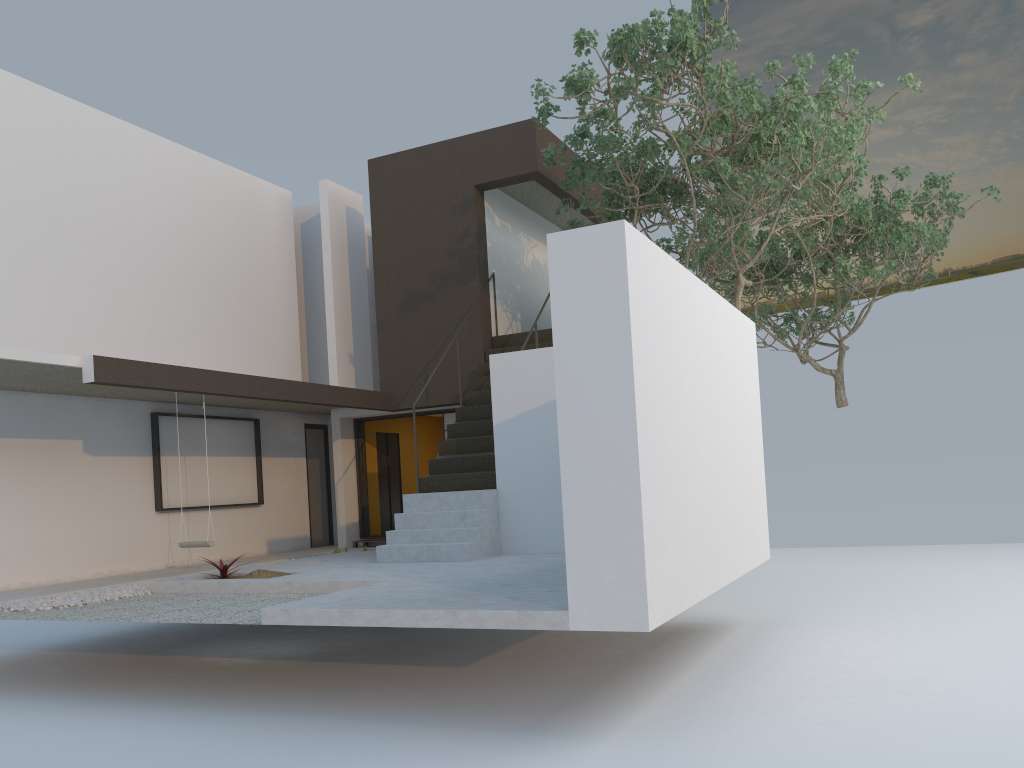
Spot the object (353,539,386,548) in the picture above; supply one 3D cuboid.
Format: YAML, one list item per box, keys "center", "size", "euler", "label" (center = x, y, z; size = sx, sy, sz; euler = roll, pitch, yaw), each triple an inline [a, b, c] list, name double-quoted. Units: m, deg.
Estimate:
- center: [-2.082, 2.472, 13.715]
  size: [0.705, 0.100, 0.350]
  euler: [-6, -7, 25]
  label: "object"

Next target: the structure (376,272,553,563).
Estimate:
- center: [0.322, 0.199, 12.444]
  size: [1.161, 3.934, 6.561]
  euler: [-4, -5, 25]
  label: "structure"

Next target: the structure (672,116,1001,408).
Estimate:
- center: [5.876, -1.897, 16.525]
  size: [5.511, 4.689, 7.333]
  euler: [-4, -5, 5]
  label: "structure"

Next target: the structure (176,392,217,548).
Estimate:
- center: [-3.651, 0.939, 10.116]
  size: [0.463, 1.863, 0.129]
  euler: [-4, -1, 25]
  label: "structure"

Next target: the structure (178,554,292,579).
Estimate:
- center: [-2.768, 1.896, 9.016]
  size: [1.207, 0.291, 0.748]
  euler: [-6, -7, 25]
  label: "structure"

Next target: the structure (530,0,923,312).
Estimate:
- center: [2.539, -2.237, 10.817]
  size: [4.337, 3.690, 5.770]
  euler: [-4, -5, 5]
  label: "structure"
